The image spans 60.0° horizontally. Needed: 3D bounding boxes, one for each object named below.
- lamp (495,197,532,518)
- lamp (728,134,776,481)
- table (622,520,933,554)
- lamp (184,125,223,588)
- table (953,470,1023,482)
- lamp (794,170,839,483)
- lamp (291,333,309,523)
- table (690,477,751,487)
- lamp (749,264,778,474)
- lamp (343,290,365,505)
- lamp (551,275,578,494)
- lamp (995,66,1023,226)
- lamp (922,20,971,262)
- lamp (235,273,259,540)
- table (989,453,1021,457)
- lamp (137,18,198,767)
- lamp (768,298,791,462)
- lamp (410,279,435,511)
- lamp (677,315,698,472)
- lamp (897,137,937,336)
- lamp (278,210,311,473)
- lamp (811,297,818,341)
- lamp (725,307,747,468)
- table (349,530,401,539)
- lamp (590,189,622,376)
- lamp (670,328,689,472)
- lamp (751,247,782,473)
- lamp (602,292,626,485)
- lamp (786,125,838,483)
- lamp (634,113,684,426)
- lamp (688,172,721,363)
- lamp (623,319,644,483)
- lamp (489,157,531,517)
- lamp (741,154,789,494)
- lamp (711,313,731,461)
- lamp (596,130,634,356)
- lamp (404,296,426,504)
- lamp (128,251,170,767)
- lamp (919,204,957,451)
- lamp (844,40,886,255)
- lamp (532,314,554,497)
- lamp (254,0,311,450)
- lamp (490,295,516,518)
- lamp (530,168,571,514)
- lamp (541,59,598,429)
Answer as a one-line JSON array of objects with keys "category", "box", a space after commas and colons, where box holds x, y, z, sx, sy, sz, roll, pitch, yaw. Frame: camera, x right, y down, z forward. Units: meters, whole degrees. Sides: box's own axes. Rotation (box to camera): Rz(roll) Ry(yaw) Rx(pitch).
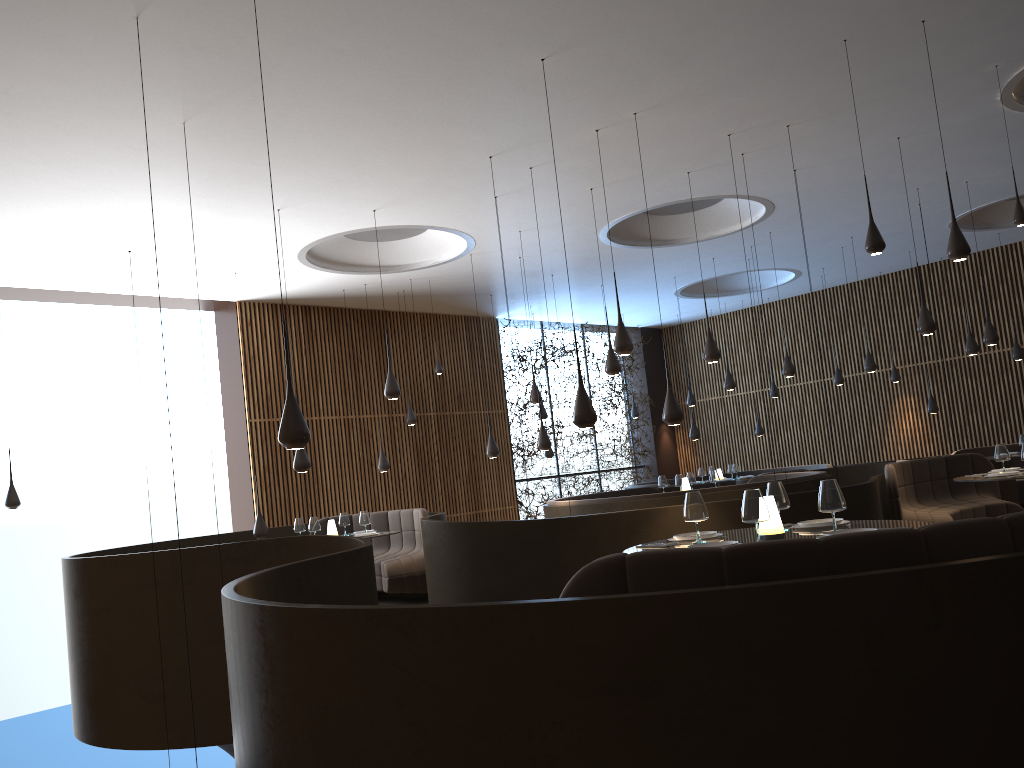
[{"category": "lamp", "box": [0.157, 0.918, 10.112, 0.196, 6.263, 0.196, -3, -6, -39]}, {"category": "lamp", "box": [2.595, 0.522, 8.939, 0.196, 6.263, 0.196, -9, -5, 30]}, {"category": "table", "box": [1.509, 1.365, 4.905, 1.671, 1.022, 1.677, -2, -7, -36]}, {"category": "lamp", "box": [-2.459, 0.607, 7.265, 0.195, 6.263, 0.196, -4, -5, -29]}, {"category": "table", "box": [5.188, 1.331, 8.416, 1.671, 1.022, 1.677, -5, -6, -10]}, {"category": "lamp", "box": [3.730, 0.547, 10.351, 0.196, 6.263, 0.196, -6, -5, -9]}, {"category": "lamp", "box": [-3.080, 2.313, 13.504, 0.196, 6.263, 0.196, -8, -5, 20]}, {"category": "table", "box": [4.147, 2.404, 17.369, 1.673, 1.022, 1.675, -7, -6, 6]}, {"category": "lamp", "box": [4.417, 0.966, 14.991, 0.196, 6.263, 0.196, -6, -5, -9]}, {"category": "lamp", "box": [-2.340, 1.602, 13.909, 0.196, 6.263, 0.196, -3, -6, -36]}, {"category": "lamp", "box": [1.017, 1.294, 14.522, 0.196, 6.263, 0.196, -6, -5, 1]}, {"category": "lamp", "box": [4.556, -2.190, 8.125, 0.133, 1.505, 0.133, -10, -6, 40]}, {"category": "lamp", "box": [3.017, -1.719, 6.229, 0.153, 1.733, 0.153, -7, -5, 11]}, {"category": "lamp", "box": [-3.529, 1.548, 12.164, 0.196, 6.263, 0.196, -8, -5, 20]}, {"category": "table", "box": [8.257, 1.537, 13.538, 1.676, 1.022, 1.672, -10, -7, 35]}, {"category": "lamp", "box": [-2.159, 0.398, 5.619, 0.195, 6.263, 0.196, -4, -5, -29]}, {"category": "lamp", "box": [5.941, 1.236, 19.099, 0.196, 6.263, 0.196, -4, -5, -29]}, {"category": "lamp", "box": [-1.248, 1.459, 13.710, 0.196, 6.263, 0.196, -5, -5, -17]}, {"category": "lamp", "box": [4.124, 1.531, 19.969, 0.195, 6.263, 0.196, -5, -5, -19]}, {"category": "lamp", "box": [4.420, -1.637, 9.770, 0.196, 2.219, 0.196, -6, -5, 1]}, {"category": "lamp", "box": [-2.461, -0.494, 9.848, 0.196, 2.955, 0.196, -6, -5, -9]}, {"category": "lamp", "box": [6.687, 1.098, 18.580, 0.196, 6.263, 0.196, -5, -5, -19]}, {"category": "lamp", "box": [5.012, 1.347, 19.175, 0.196, 6.263, 0.196, -4, -5, -29]}, {"category": "table", "box": [-2.136, 2.401, 10.807, 1.676, 1.022, 1.672, -11, -7, 37]}, {"category": "lamp", "box": [1.058, -1.197, 10.357, 0.196, 2.219, 0.196, -3, -6, -39]}, {"category": "lamp", "box": [4.164, 1.656, 21.184, 0.195, 6.263, 0.196, -5, -5, -19]}, {"category": "lamp", "box": [4.206, 0.889, 14.053, 0.196, 6.263, 0.196, -6, -5, -9]}, {"category": "lamp", "box": [1.967, 1.324, 15.791, 0.196, 6.263, 0.196, -6, -5, 1]}, {"category": "lamp", "box": [3.184, 0.449, 8.870, 0.196, 6.263, 0.196, -9, -5, 30]}, {"category": "lamp", "box": [1.323, -1.086, 8.244, 0.196, 2.955, 0.196, -3, -6, -39]}, {"category": "lamp", "box": [2.162, -1.344, 10.163, 0.196, 2.219, 0.196, -10, -6, 40]}, {"category": "lamp", "box": [2.765, 1.589, 19.096, 0.195, 6.263, 0.196, -5, -5, -19]}, {"category": "lamp", "box": [0.126, 0.783, 8.814, 0.196, 6.263, 0.196, -6, -5, -9]}, {"category": "lamp", "box": [2.900, 0.556, 9.570, 0.195, 6.263, 0.196, -5, -5, -19]}, {"category": "lamp", "box": [4.836, 1.430, 19.764, 0.196, 6.263, 0.196, -9, -5, 30]}, {"category": "lamp", "box": [0.953, -1.376, 8.578, 0.196, 2.219, 0.196, -6, -5, -9]}, {"category": "lamp", "box": [-1.446, 1.558, 14.429, 0.196, 6.263, 0.196, -3, -6, -36]}, {"category": "lamp", "box": [-3.300, 1.837, 8.204, 0.195, 6.263, 0.196, -4, -5, -29]}, {"category": "lamp", "box": [6.228, 0.504, 12.549, 0.196, 6.263, 0.196, -6, -5, -9]}, {"category": "lamp", "box": [2.366, -1.615, 6.017, 0.132, 1.496, 0.132, -3, -6, -39]}, {"category": "lamp", "box": [0.769, 1.675, 17.830, 0.195, 6.263, 0.196, -5, -5, -19]}, {"category": "lamp", "box": [-1.474, -1.070, 5.488, 0.195, 2.955, 0.196, -4, -5, -29]}, {"category": "lamp", "box": [-0.026, 1.522, 15.568, 0.196, 6.263, 0.196, -8, -5, 20]}, {"category": "lamp", "box": [0.548, 0.785, 9.266, 0.196, 6.263, 0.196, -3, -6, -39]}, {"category": "lamp", "box": [0.407, -1.123, 6.950, 0.196, 2.955, 0.196, -6, -5, -9]}]
